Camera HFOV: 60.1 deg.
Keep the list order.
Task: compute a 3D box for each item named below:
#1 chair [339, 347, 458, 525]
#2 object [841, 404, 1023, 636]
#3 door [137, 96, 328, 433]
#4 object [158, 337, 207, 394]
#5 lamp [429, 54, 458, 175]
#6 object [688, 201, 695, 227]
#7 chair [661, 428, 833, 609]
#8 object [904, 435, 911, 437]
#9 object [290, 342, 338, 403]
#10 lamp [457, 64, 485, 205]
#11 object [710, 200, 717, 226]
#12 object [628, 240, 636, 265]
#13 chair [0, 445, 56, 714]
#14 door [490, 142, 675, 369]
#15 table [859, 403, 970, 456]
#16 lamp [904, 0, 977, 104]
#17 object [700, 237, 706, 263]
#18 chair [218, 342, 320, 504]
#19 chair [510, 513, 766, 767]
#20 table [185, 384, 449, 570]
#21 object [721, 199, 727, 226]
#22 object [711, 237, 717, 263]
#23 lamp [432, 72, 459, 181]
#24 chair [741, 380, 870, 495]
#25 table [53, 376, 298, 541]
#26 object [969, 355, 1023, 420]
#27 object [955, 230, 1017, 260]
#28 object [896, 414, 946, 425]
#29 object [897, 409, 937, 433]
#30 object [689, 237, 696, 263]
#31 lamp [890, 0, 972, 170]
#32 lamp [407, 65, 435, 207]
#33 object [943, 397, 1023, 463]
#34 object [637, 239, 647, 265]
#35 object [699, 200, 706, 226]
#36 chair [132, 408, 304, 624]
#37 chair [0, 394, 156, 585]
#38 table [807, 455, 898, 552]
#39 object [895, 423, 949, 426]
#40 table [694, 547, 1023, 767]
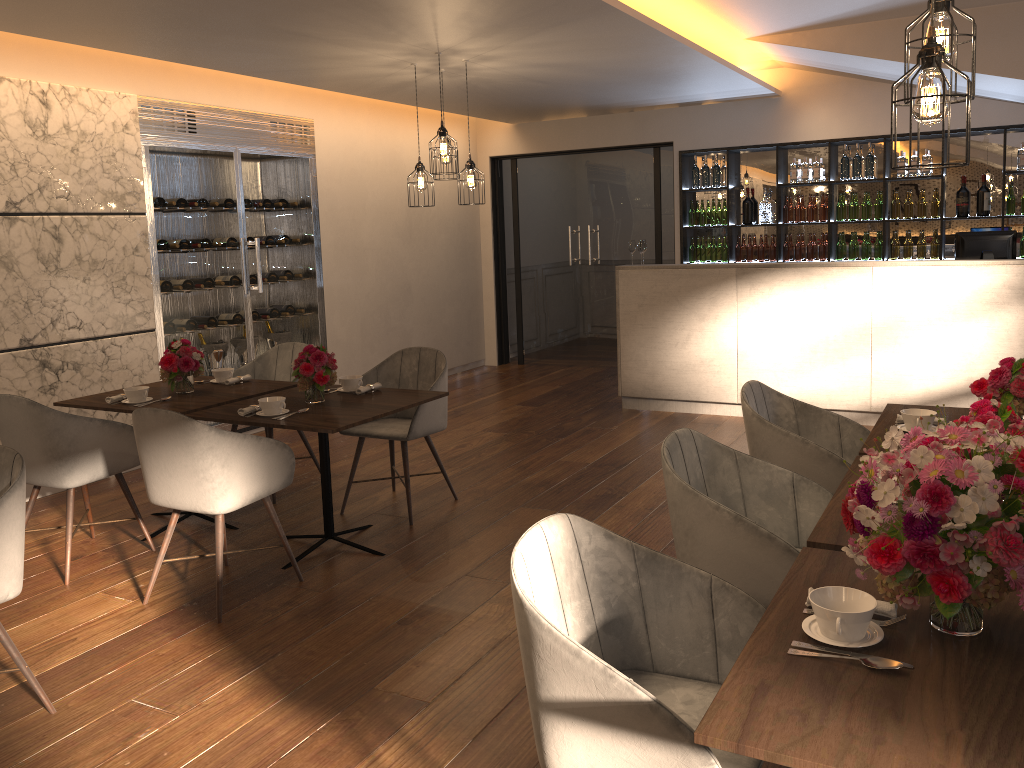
[{"bbox_3d":[-0.627,0.259,4.928,0.565,0.866,0.529,2,9,29],"label":"chair"},{"bbox_3d":[0.855,0.261,1.699,0.420,0.422,0.408,0,9,17],"label":"object"},{"bbox_3d":[-2.046,-0.862,6.826,0.134,2.452,1.869,2,9,29],"label":"door"},{"bbox_3d":[-1.755,-0.107,4.729,0.234,0.299,0.307,-2,8,4],"label":"object"},{"bbox_3d":[-0.476,-2.378,5.605,0.175,2.057,0.176,2,8,30],"label":"lamp"},{"bbox_3d":[1.797,-1.705,8.853,0.065,0.260,0.066,-1,7,7],"label":"object"},{"bbox_3d":[0.747,0.593,2.709,0.526,0.866,0.568,2,9,29],"label":"chair"},{"bbox_3d":[1.474,0.188,3.186,0.197,0.015,0.043,3,11,25],"label":"object"},{"bbox_3d":[-0.968,-0.061,4.306,0.234,0.299,0.307,-4,8,-14],"label":"object"},{"bbox_3d":[-0.311,-2.242,5.913,0.175,2.057,0.176,2,8,30],"label":"lamp"},{"bbox_3d":[1.991,-1.693,8.746,0.065,0.260,0.066,-1,7,7],"label":"object"},{"bbox_3d":[0.999,-1.092,7.353,0.065,0.206,0.065,0,7,20],"label":"object"},{"bbox_3d":[-1.814,0.675,2.772,0.565,0.866,0.529,2,9,29],"label":"chair"},{"bbox_3d":[0.789,-1.325,9.516,2.108,2.318,0.275,2,8,29],"label":"door"},{"bbox_3d":[1.807,0.537,3.246,0.897,0.716,0.902,3,10,29],"label":"table"},{"bbox_3d":[1.146,-1.803,2.336,0.175,2.057,0.176,2,8,30],"label":"lamp"},{"bbox_3d":[1.907,-1.341,8.841,0.065,0.260,0.066,-1,7,7],"label":"object"},{"bbox_3d":[-1.468,0.210,5.388,0.565,0.866,0.529,2,9,29],"label":"chair"},{"bbox_3d":[0.297,0.751,1.892,0.526,0.866,0.568,2,9,29],"label":"chair"},{"bbox_3d":[-0.912,0.448,4.334,0.897,0.716,0.902,3,10,29],"label":"table"},{"bbox_3d":[2.088,-1.688,8.693,0.065,0.260,0.066,-1,7,7],"label":"object"},{"bbox_3d":[2.004,-1.336,8.788,0.065,0.260,0.066,-1,7,7],"label":"object"},{"bbox_3d":[-0.507,-2.484,6.223,0.175,2.057,0.176,2,8,30],"label":"lamp"},{"bbox_3d":[1.197,0.435,3.526,0.526,0.866,0.568,2,9,29],"label":"chair"},{"bbox_3d":[-1.753,0.399,4.794,0.897,0.716,0.902,3,10,29],"label":"table"},{"bbox_3d":[1.782,0.036,3.145,0.305,0.299,0.236,-4,8,-14],"label":"object"},{"bbox_3d":[3.355,-0.915,6.257,0.408,0.327,0.131,-1,7,6],"label":"object"},{"bbox_3d":[1.565,0.137,3.392,0.176,0.039,0.056,3,10,29],"label":"object"},{"bbox_3d":[1.510,0.140,3.290,0.148,0.072,0.149,-5,10,-18],"label":"object"},{"bbox_3d":[1.810,-1.347,8.894,0.065,0.260,0.066,-1,7,7],"label":"object"},{"bbox_3d":[0.996,-1.556,2.072,0.175,2.057,0.176,2,8,30],"label":"lamp"},{"bbox_3d":[-0.657,-2.238,5.959,0.175,2.057,0.176,2,8,30],"label":"lamp"},{"bbox_3d":[1.327,0.173,2.469,0.306,0.299,0.235,-9,11,-41],"label":"object"},{"bbox_3d":[1.076,-1.088,7.315,0.065,0.206,0.146,0,8,20],"label":"object"},{"bbox_3d":[1.894,-1.699,8.799,0.065,0.260,0.066,-1,7,7],"label":"object"},{"bbox_3d":[-1.276,0.481,3.779,0.565,0.866,0.529,2,9,29],"label":"chair"},{"bbox_3d":[-2.117,0.432,4.240,0.565,0.866,0.529,2,9,29],"label":"chair"},{"bbox_3d":[1.357,0.695,2.429,0.897,0.716,0.902,3,10,29],"label":"table"},{"bbox_3d":[1.558,0.151,3.358,0.193,0.024,0.025,3,10,29],"label":"object"},{"bbox_3d":[0.907,0.853,1.612,0.897,0.716,0.902,3,10,29],"label":"table"}]
